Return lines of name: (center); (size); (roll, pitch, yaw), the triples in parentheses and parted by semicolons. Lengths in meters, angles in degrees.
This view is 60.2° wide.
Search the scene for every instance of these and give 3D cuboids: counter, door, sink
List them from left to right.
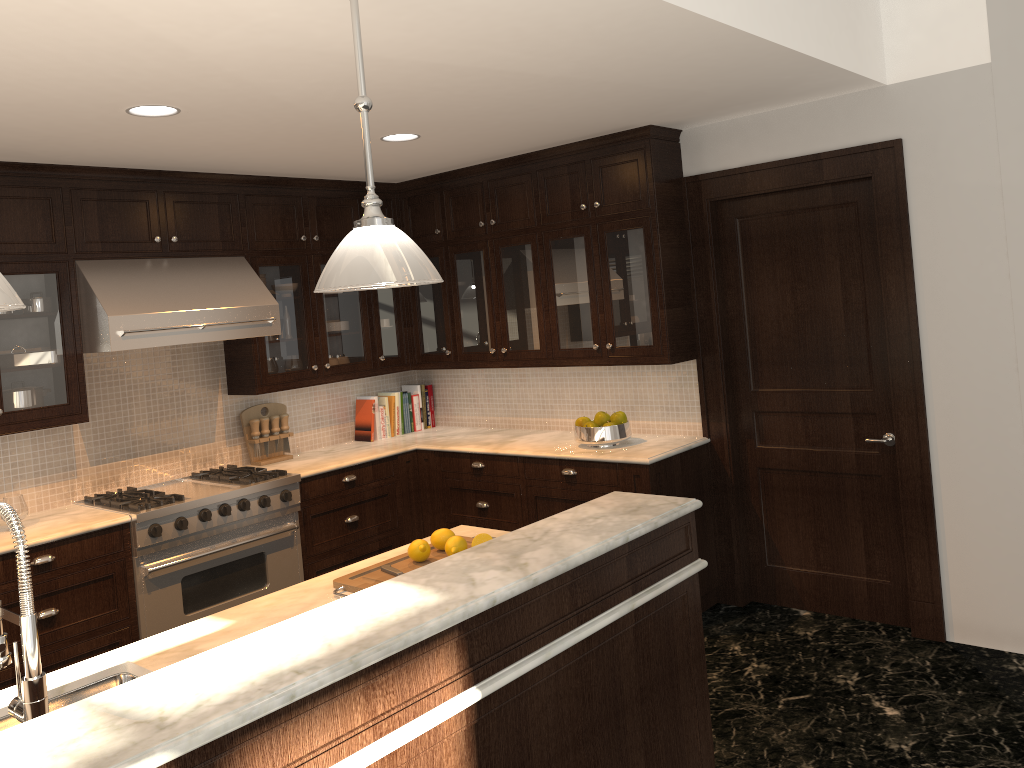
sink: (-1.090, 0.900, 1.872); (0.456, 0.212, 0.805); (-1, 6, 41)
counter: (-0.733, 0.736, 1.967); (1.051, 0.032, 2.887); (0, 7, 41)
counter: (-0.472, 0.550, 1.734); (0.327, 0.032, 2.872); (0, 7, 41)
counter: (-0.883, 0.526, 4.309); (2.308, 0.032, 3.389); (0, 7, 41)
door: (1.525, 0.093, 4.517); (0.860, 2.184, 0.109); (-4, 0, 41)

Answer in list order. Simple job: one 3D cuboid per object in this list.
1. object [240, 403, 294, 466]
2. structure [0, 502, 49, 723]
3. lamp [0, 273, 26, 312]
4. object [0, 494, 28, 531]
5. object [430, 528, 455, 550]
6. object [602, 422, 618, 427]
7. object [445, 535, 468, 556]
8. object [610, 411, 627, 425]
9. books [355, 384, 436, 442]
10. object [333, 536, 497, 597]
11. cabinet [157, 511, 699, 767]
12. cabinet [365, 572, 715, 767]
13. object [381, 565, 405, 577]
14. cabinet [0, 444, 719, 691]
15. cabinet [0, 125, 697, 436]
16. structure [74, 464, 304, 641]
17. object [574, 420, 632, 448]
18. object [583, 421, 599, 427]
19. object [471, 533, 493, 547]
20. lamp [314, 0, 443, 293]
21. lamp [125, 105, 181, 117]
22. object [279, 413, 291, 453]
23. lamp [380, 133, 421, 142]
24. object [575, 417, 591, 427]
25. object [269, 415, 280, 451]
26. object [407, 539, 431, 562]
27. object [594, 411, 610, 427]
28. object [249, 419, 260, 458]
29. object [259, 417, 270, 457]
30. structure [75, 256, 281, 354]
object: (-1.450, 0.292, 5.284); (0.110, 0.349, 0.318); (-5, 2, 41)
structure: (-0.994, 0.498, 1.752); (0.242, 0.530, 0.051); (-4, 1, 41)
lamp: (-1.005, -0.501, 1.436); (0.319, 0.783, 0.316); (-6, 1, -35)
object: (-2.262, 0.585, 4.014); (0.112, 0.151, 0.113); (-4, 2, 33)
object: (-0.230, 0.522, 2.967); (0.083, 0.072, 0.081); (-7, 4, -34)
object: (0.533, 0.253, 4.775); (0.091, 0.097, 0.092); (-6, 3, -19)
object: (-0.181, 0.528, 2.859); (0.081, 0.072, 0.082); (-7, 4, -38)
object: (0.582, 0.197, 4.814); (0.093, 0.098, 0.091); (-5, 3, 12)
books: (-0.805, 0.186, 6.020); (0.193, 0.311, 0.607); (-4, 4, 41)
object: (-0.240, 0.584, 2.821); (0.384, 0.021, 0.671); (0, 7, 41)
cabinet: (-0.471, 0.643, 1.727); (0.292, 0.152, 2.854); (-1, 7, 41)
cabinet: (-0.695, 1.175, 1.973); (1.023, 0.912, 2.865); (-2, 5, 41)
object: (-0.306, 0.587, 2.687); (0.042, 0.014, 0.330); (-9, 7, -38)
cabinet: (-0.842, 0.982, 4.309); (2.308, 0.879, 3.389); (-1, 7, 41)
cabinet: (-0.979, -0.543, 4.314); (2.301, 1.254, 3.388); (-1, 6, 41)
structure: (-1.650, 0.936, 4.622); (0.717, 0.837, 0.911); (-3, 4, 41)
object: (0.498, 0.274, 4.858); (0.317, 0.122, 0.320); (-2, 6, 35)
object: (0.433, 0.250, 4.797); (0.100, 0.096, 0.091); (-7, 3, -31)
object: (-0.093, 0.521, 2.872); (0.074, 0.068, 0.063); (-5, 3, 4)
lamp: (-0.362, -0.628, 2.179); (0.319, 0.783, 0.316); (-6, 1, -35)
lamp: (-1.380, -1.110, 3.383); (0.197, 0.137, 0.198); (-5, 4, 6)
object: (-1.375, 0.298, 5.355); (0.061, 0.237, 0.061); (-5, 0, 5)
lamp: (-0.554, -1.274, 4.336); (0.198, 0.137, 0.198); (-6, 4, -14)
object: (0.394, 0.228, 4.862); (0.091, 0.098, 0.093); (-5, 3, 9)
object: (-1.418, 0.301, 5.305); (0.061, 0.226, 0.061); (-5, 0, 11)
object: (-0.300, 0.540, 2.861); (0.082, 0.073, 0.080); (-3, 3, 29)
object: (0.496, 0.199, 4.839); (0.095, 0.099, 0.092); (-4, 3, 18)
object: (-1.508, 0.320, 5.200); (0.061, 0.228, 0.061); (-5, 0, 23)
object: (-1.465, 0.316, 5.251); (0.061, 0.237, 0.061); (-5, 0, 11)
structure: (-1.791, -0.446, 4.639); (0.637, 0.477, 0.936); (-2, 5, 41)
